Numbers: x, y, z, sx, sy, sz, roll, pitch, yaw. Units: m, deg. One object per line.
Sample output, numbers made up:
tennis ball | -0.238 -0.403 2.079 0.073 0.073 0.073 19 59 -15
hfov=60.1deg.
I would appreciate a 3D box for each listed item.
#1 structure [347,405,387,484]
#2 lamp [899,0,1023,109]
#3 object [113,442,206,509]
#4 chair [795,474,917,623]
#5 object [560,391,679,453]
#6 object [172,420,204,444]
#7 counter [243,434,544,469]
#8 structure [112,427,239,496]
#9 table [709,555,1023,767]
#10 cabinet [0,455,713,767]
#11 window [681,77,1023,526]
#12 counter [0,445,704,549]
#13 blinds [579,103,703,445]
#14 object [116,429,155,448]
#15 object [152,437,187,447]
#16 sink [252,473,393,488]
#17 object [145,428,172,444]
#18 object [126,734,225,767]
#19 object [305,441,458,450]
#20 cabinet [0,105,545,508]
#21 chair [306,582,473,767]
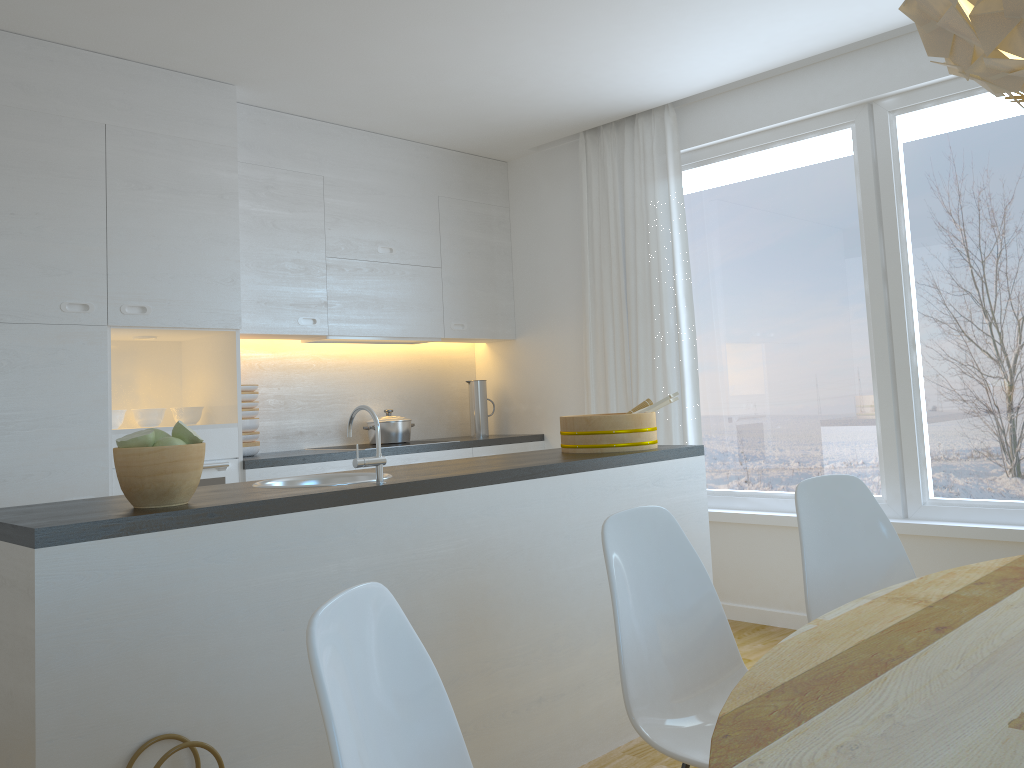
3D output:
structure | -0.433 0.167 2.454 0.097 0.216 0.161 1 -5 -45
lamp | 0.974 -1.010 1.485 0.644 1.141 0.638 -7 -5 44
object | -0.835 0.217 2.103 0.205 0.142 0.205 -3 -2 6
chair | 1.030 0.700 2.257 0.430 0.906 0.520 -1 -4 -25
object | 0.401 0.150 3.484 0.430 0.215 0.377 -2 -2 -17
object | -0.790 0.123 2.156 0.074 0.072 0.077 -2 -3 -20
counter | -0.720 0.363 4.937 0.598 0.040 2.000 -4 -2 45
structure | -1.427 0.501 3.804 0.560 0.599 0.049 0 -6 -45
table | 1.096 0.763 1.288 1.189 0.728 2.189 -5 -3 43
cabinet | -0.285 0.772 2.768 0.598 0.914 2.400 -7 -4 45
window | 1.745 -0.356 4.074 2.717 1.927 0.088 -5 -5 45
counter | -0.309 0.297 2.808 0.598 0.040 2.400 -4 -2 45
blinds | 0.644 -0.466 4.895 0.792 2.171 0.150 -7 -6 44
object | -0.877 0.140 2.061 0.084 0.066 0.085 -1 -3 -33
object | -0.805 0.167 2.090 0.081 0.086 0.097 -3 -3 9
sink | -0.552 0.358 2.604 0.404 0.157 0.402 -3 -2 -4
object | -0.863 0.156 2.148 0.102 0.099 0.086 -2 -4 -24
object | -0.243 0.956 1.620 1.187 0.504 0.470 -4 -3 22
object | -0.720 0.345 4.943 0.560 0.013 0.654 -4 -2 45
cabinet | -1.114 0.051 4.495 3.200 2.312 0.479 0 -5 -45
chair | 0.036 0.726 1.142 0.522 0.906 0.428 -4 -4 15
